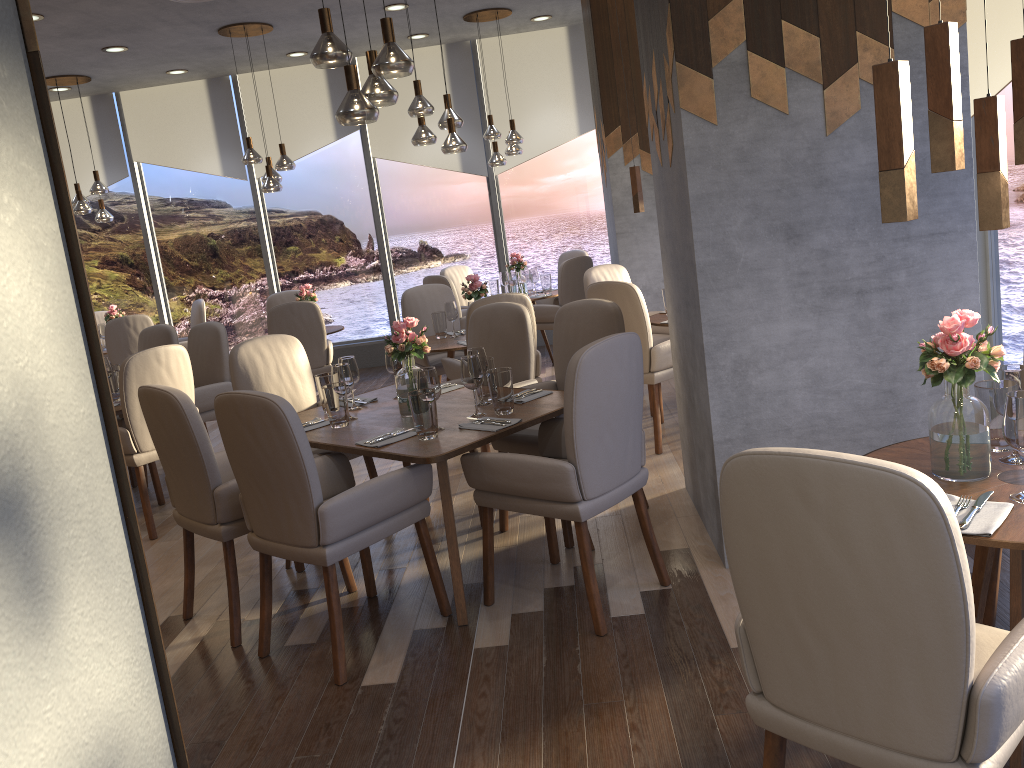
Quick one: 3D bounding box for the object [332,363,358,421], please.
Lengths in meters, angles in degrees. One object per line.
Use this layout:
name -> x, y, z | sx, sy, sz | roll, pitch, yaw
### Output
object -> -0.719, 0.035, 3.802 | 0.092, 0.243, 0.093 | -8, 9, -1

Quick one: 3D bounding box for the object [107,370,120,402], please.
object -> -2.341, 0.014, 5.202 | 0.102, 0.177, 0.102 | -16, 12, -39

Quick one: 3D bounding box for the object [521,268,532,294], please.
object -> 0.133, -0.975, 8.419 | 0.092, 0.243, 0.093 | -7, 9, 6

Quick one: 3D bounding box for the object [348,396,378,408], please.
object -> -0.738, 0.080, 4.180 | 0.158, 0.019, 0.255 | -17, 14, -41

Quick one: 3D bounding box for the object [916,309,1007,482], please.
object -> 1.103, 0.025, 2.173 | 0.210, 0.413, 0.198 | -11, 10, -19

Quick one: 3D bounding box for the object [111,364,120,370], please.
object -> -2.468, -0.026, 5.497 | 0.102, 0.177, 0.102 | -15, 12, -37

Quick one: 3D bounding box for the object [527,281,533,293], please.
object -> 0.157, -0.967, 8.530 | 0.102, 0.177, 0.103 | -5, 10, 14

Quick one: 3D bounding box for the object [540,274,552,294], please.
object -> 0.317, -0.920, 8.178 | 0.102, 0.177, 0.103 | -2, 11, 29

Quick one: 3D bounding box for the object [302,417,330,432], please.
object -> -0.866, 0.172, 3.795 | 0.256, 0.019, 0.157 | -18, 15, -42

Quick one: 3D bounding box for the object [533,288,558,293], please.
object -> 0.311, -0.892, 8.458 | 0.256, 0.019, 0.157 | -17, 14, -41

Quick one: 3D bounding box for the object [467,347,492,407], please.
object -> -0.137, -0.030, 3.735 | 0.092, 0.243, 0.092 | -11, 10, -19

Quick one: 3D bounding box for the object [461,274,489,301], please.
object -> -0.239, -0.544, 6.014 | 0.211, 0.413, 0.198 | -15, 12, -38

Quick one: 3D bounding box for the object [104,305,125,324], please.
object -> -3.844, -0.565, 8.609 | 0.198, 0.413, 0.211 | -8, 10, 1

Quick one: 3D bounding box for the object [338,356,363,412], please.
object -> -0.728, -0.002, 3.999 | 0.092, 0.243, 0.093 | -7, 9, 6

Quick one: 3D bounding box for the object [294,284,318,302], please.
object -> -1.752, -0.654, 7.624 | 0.210, 0.413, 0.198 | -12, 10, -24

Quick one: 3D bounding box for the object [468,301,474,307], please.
object -> -0.239, -0.424, 5.845 | 0.092, 0.243, 0.092 | -16, 12, -40

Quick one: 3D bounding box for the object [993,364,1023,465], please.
object -> 1.268, 0.077, 2.239 | 0.092, 0.243, 0.093 | -3, 10, 26

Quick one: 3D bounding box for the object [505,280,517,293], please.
object -> -0.004, -0.849, 8.037 | 0.102, 0.177, 0.102 | -12, 11, -24

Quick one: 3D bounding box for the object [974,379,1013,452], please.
object -> 1.287, 0.086, 2.351 | 0.102, 0.177, 0.102 | -15, 12, -37

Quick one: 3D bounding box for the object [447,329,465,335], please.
object -> -0.362, -0.365, 6.220 | 0.158, 0.019, 0.256 | -12, 12, -22

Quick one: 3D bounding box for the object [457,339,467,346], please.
object -> -0.259, -0.279, 5.704 | 0.158, 0.019, 0.256 | -12, 12, -20

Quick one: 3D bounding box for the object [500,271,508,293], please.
object -> -0.065, -0.936, 8.354 | 0.092, 0.243, 0.092 | -10, 10, -15

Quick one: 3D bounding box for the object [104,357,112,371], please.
object -> -2.469, -0.038, 5.384 | 0.092, 0.243, 0.092 | -14, 11, -33

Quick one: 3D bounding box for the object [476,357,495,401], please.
object -> -0.118, -0.020, 3.847 | 0.102, 0.177, 0.102 | -15, 12, -37

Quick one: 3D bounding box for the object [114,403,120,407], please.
object -> -2.375, 0.128, 5.057 | 0.255, 0.019, 0.158 | 0, 13, 34

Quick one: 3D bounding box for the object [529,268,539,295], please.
object -> 0.208, -0.943, 8.203 | 0.092, 0.243, 0.093 | -1, 11, 33

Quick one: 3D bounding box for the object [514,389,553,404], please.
object -> 0.039, 0.053, 3.781 | 0.157, 0.019, 0.256 | 3, 15, 45

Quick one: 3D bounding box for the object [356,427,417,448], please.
object -> -0.459, 0.196, 3.391 | 0.256, 0.019, 0.157 | -18, 15, -42

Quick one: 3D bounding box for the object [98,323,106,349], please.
object -> -3.992, -0.473, 8.682 | 0.092, 0.243, 0.092 | -10, 10, -12

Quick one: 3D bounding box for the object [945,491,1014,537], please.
object -> 1.011, 0.279, 1.969 | 0.157, 0.019, 0.256 | 2, 15, 41

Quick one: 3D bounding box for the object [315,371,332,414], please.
object -> -0.830, 0.040, 4.026 | 0.102, 0.177, 0.102 | -10, 10, -15

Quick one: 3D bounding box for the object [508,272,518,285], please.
object -> 0.013, -0.904, 8.137 | 0.092, 0.243, 0.092 | -10, 10, -15

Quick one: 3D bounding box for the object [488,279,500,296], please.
object -> -0.164, -0.897, 8.392 | 0.102, 0.177, 0.103 | -4, 10, 21

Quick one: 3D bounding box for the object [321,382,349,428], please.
object -> -0.731, 0.090, 3.701 | 0.102, 0.177, 0.103 | -9, 10, -7

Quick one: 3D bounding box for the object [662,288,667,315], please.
object -> 1.018, -0.525, 5.672 | 0.102, 0.177, 0.102 | -10, 10, -16

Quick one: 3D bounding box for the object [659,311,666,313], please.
object -> 1.110, -0.486, 5.826 | 0.158, 0.019, 0.255 | -17, 15, -41

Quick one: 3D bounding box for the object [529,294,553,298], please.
object -> 0.234, -0.803, 8.057 | 0.158, 0.019, 0.255 | -16, 13, -36

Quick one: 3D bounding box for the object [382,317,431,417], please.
object -> -0.429, -0.076, 3.743 | 0.210, 0.413, 0.198 | -11, 10, -19

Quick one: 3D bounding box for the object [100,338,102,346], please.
object -> -4.090, -0.434, 8.726 | 0.102, 0.177, 0.103 | -1, 12, 34

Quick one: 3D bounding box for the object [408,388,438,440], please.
object -> -0.325, 0.115, 3.296 | 0.102, 0.177, 0.102 | -11, 10, -16

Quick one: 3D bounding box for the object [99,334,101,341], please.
object -> -3.945, -0.389, 8.394 | 0.102, 0.177, 0.102 | -14, 12, -35

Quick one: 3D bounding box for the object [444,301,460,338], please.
object -> -0.407, -0.439, 6.041 | 0.092, 0.243, 0.093 | -8, 9, -3

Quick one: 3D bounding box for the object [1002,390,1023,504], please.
object -> 1.155, 0.140, 1.990 | 0.092, 0.243, 0.093 | -9, 9, -6

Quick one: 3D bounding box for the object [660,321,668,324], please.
object -> 1.042, -0.401, 5.437 | 0.256, 0.019, 0.157 | -17, 14, -39

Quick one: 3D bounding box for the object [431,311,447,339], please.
object -> -0.497, -0.406, 6.102 | 0.102, 0.177, 0.102 | -10, 10, -16

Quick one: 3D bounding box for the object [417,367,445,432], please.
object -> -0.312, 0.060, 3.397 | 0.092, 0.243, 0.093 | -8, 9, -1

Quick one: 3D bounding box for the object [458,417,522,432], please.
object -> -0.100, 0.146, 3.401 | 0.255, 0.019, 0.158 | 3, 15, 43

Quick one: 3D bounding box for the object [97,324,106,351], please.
object -> -3.912, -0.446, 8.489 | 0.092, 0.243, 0.093 | 0, 12, 38

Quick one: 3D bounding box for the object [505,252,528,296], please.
object -> 0.060, -1.024, 8.272 | 0.210, 0.413, 0.199 | 0, 13, 40
